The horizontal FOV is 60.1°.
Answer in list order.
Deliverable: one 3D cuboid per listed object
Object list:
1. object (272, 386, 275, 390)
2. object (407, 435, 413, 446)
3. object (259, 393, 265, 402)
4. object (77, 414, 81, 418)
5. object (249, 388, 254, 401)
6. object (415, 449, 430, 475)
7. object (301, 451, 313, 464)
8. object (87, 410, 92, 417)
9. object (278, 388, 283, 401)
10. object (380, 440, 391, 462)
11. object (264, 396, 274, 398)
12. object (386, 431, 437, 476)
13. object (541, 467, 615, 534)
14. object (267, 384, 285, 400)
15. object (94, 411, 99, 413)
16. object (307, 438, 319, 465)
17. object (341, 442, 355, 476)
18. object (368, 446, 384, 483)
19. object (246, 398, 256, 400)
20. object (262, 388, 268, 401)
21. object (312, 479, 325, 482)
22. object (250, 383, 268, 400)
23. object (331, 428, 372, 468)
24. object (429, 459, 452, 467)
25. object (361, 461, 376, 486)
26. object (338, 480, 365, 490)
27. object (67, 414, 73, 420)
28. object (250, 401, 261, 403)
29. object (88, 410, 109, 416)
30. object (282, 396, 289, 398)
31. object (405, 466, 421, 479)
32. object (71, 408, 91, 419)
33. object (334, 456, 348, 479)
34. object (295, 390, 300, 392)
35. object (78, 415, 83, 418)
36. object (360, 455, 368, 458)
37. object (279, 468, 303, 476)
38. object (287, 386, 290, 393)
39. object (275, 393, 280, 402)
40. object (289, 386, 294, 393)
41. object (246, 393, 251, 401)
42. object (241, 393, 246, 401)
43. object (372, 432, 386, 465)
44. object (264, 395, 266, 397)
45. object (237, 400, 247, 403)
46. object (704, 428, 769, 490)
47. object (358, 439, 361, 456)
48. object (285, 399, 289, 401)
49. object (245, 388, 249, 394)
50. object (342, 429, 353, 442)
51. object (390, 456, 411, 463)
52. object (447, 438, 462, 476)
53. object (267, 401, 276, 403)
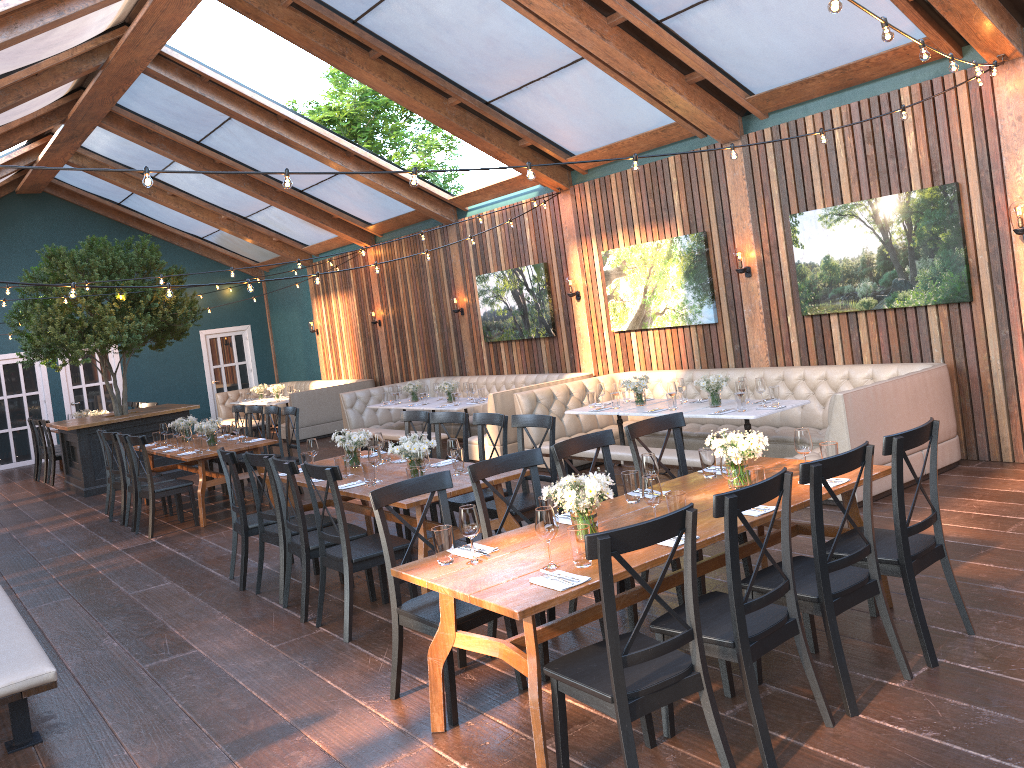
[{"bbox_3d":[-4.565,0.161,17.042,0.092,0.244,0.092,-7,2,12],"label":"object"},{"bbox_3d":[-0.714,0.493,6.447,0.092,0.244,0.092,-7,1,7],"label":"object"},{"bbox_3d":[-4.716,0.253,16.699,0.091,0.158,0.092,-6,3,41],"label":"object"},{"bbox_3d":[-7.406,0.639,15.165,0.092,0.244,0.092,-7,1,7],"label":"object"},{"bbox_3d":[-5.135,0.203,17.433,0.092,0.244,0.092,-7,1,7],"label":"object"},{"bbox_3d":[-0.564,0.541,5.645,0.092,0.244,0.092,-7,1,7],"label":"object"},{"bbox_3d":[-1.593,0.614,6.905,0.091,0.158,0.092,-7,2,11],"label":"object"},{"bbox_3d":[-7.592,0.599,15.928,0.092,0.244,0.092,-7,1,7],"label":"object"},{"bbox_3d":[-4.222,0.190,16.159,0.092,0.244,0.092,-7,2,12],"label":"object"},{"bbox_3d":[-1.000,0.529,6.973,0.092,0.158,0.092,-8,2,-9],"label":"object"},{"bbox_3d":[-4.853,0.257,17.696,0.256,0.019,0.157,-11,6,-35],"label":"object"},{"bbox_3d":[-0.665,0.489,6.025,0.335,0.309,0.331,-6,3,21],"label":"object"},{"bbox_3d":[0.306,0.538,3.935,0.336,0.309,0.330,-8,3,-3],"label":"object"},{"bbox_3d":[-4.442,0.143,16.669,0.336,0.309,0.330,-7,3,6],"label":"object"},{"bbox_3d":[-7.238,0.594,15.442,0.092,0.244,0.092,-7,1,7],"label":"object"},{"bbox_3d":[-1.577,0.558,7.022,0.092,0.244,0.092,-7,2,12],"label":"object"},{"bbox_3d":[-1.214,0.553,6.539,0.092,0.244,0.092,-7,1,7],"label":"object"},{"bbox_3d":[-0.938,0.553,6.093,0.092,0.244,0.092,-7,1,7],"label":"object"},{"bbox_3d":[-5.255,0.301,17.804,0.158,0.019,0.254,-11,6,-35],"label":"object"},{"bbox_3d":[-4.689,0.198,16.802,0.092,0.244,0.092,-7,2,12],"label":"object"},{"bbox_3d":[-1.363,0.687,6.537,0.256,0.019,0.157,-11,6,-35],"label":"object"},{"bbox_3d":[-4.939,0.153,17.334,0.328,0.309,0.338,-7,3,19],"label":"object"},{"bbox_3d":[-1.239,0.491,6.906,0.329,0.309,0.337,-8,3,-1],"label":"object"},{"bbox_3d":[-0.524,0.580,6.462,0.256,0.019,0.157,-11,6,-35],"label":"object"},{"bbox_3d":[-0.965,0.608,5.989,0.092,0.158,0.092,-8,2,-9],"label":"object"},{"bbox_3d":[-1.088,0.686,6.090,0.256,0.019,0.157,-11,6,-35],"label":"object"},{"bbox_3d":[-7.781,0.652,15.601,0.092,0.244,0.092,-7,1,7],"label":"object"},{"bbox_3d":[-4.839,0.331,16.800,0.256,0.019,0.157,-11,6,-35],"label":"object"},{"bbox_3d":[-6.876,0.573,14.729,0.330,0.309,0.336,-9,3,-21],"label":"object"},{"bbox_3d":[-4.385,0.250,17.048,0.256,0.019,0.157,-11,6,-35],"label":"object"},{"bbox_3d":[-0.610,0.600,5.531,0.092,0.158,0.092,-8,2,-9],"label":"object"},{"bbox_3d":[-7.532,0.593,15.525,0.331,0.309,0.335,-10,4,-38],"label":"object"},{"bbox_3d":[-1.240,0.609,6.436,0.092,0.158,0.092,-8,2,-9],"label":"object"},{"bbox_3d":[-3.924,0.192,16.186,0.091,0.158,0.092,-6,3,41],"label":"object"},{"bbox_3d":[-7.130,0.646,14.661,0.092,0.244,0.092,-7,2,12],"label":"object"},{"bbox_3d":[-1.176,0.589,7.372,0.256,0.019,0.157,-11,6,-35],"label":"object"},{"bbox_3d":[-1.722,0.692,7.014,0.256,0.019,0.157,-11,6,-35],"label":"object"},{"bbox_3d":[-4.127,0.154,16.435,0.092,0.244,0.092,-7,2,12],"label":"object"},{"bbox_3d":[-4.248,0.246,16.056,0.091,0.158,0.092,-6,3,41],"label":"object"},{"bbox_3d":[-4.033,0.160,16.219,0.092,0.244,0.092,-7,2,12],"label":"object"},{"bbox_3d":[-5.161,0.259,17.329,0.091,0.158,0.092,-6,3,41],"label":"object"},{"bbox_3d":[-5.363,0.256,17.670,0.091,0.158,0.092,-6,3,41],"label":"object"},{"bbox_3d":[-1.029,0.500,6.853,0.092,0.244,0.092,-7,1,7],"label":"object"},{"bbox_3d":[-4.994,0.197,17.795,0.091,0.158,0.092,-6,3,41],"label":"object"},{"bbox_3d":[-5.284,0.337,17.430,0.256,0.019,0.157,-11,6,-35],"label":"object"},{"bbox_3d":[1.161,0.374,4.537,0.328,0.309,0.338,-6,3,19],"label":"object"},{"bbox_3d":[-1.318,0.529,7.471,0.092,0.158,0.092,-8,2,1],"label":"object"},{"bbox_3d":[-4.013,0.285,16.055,0.158,0.019,0.254,-11,6,-35],"label":"object"},{"bbox_3d":[-5.265,0.203,17.636,0.092,0.244,0.092,-7,1,7],"label":"object"},{"bbox_3d":[-1.356,0.502,7.343,0.092,0.244,0.092,-7,2,12],"label":"object"},{"bbox_3d":[-0.844,0.587,6.878,0.256,0.019,0.157,-11,6,-35],"label":"object"},{"bbox_3d":[-0.386,0.492,5.950,0.092,0.244,0.092,-7,1,7],"label":"object"},{"bbox_3d":[-4.371,0.324,16.157,0.256,0.019,0.157,-11,6,-35],"label":"object"}]
